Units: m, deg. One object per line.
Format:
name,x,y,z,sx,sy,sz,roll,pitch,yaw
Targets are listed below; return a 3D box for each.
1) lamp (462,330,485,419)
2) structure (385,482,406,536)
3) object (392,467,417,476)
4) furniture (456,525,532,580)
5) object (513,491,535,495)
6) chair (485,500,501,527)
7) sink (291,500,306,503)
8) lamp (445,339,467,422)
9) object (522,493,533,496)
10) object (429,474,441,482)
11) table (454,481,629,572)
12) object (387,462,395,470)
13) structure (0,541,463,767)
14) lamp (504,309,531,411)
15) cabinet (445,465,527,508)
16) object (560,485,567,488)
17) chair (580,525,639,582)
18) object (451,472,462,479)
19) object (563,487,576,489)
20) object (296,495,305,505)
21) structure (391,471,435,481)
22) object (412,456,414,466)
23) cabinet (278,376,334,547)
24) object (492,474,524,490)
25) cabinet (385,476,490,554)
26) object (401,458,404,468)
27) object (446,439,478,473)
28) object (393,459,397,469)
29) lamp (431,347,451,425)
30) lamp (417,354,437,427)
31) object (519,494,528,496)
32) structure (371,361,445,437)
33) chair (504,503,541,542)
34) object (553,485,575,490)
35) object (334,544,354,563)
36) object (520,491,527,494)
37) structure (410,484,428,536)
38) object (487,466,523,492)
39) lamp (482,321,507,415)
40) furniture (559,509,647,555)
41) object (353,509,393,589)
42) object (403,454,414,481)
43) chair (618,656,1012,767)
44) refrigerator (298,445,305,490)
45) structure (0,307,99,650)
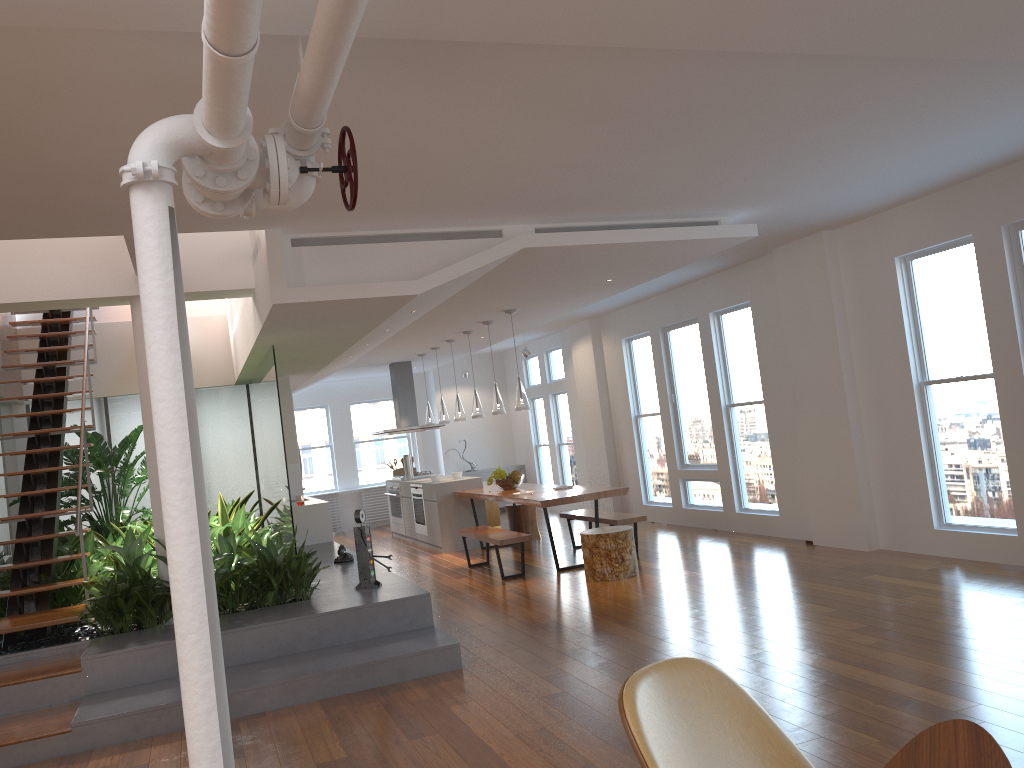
lamp,-0.442,-0.141,10.036,0.160,1.060,0.160,-7,-3,7
structure,-1.429,1.761,12.872,0.649,0.735,0.890,-6,-3,-20
object,-1.613,1.333,13.333,0.353,0.157,0.084,-6,-3,-20
furniture,-0.183,1.653,8.733,0.316,0.389,1.433,-6,-3,-20
object,0.118,1.100,8.908,0.222,0.020,0.222,-8,-3,20
chair,-0.416,1.869,12.992,0.344,0.430,0.549,-6,-3,-16
sink,-2.743,1.578,10.980,0.449,0.192,0.666,-6,-3,-20
lamp,-0.685,-0.078,10.715,0.160,1.060,0.160,-7,-3,7
object,0.151,1.093,8.777,0.149,0.014,0.044,-6,-3,-21
object,-0.960,1.181,11.107,0.152,0.082,0.152,-8,-3,19
table,-0.295,1.609,10.834,0.893,0.704,5.996,-6,-3,-20
object,-1.769,1.287,13.290,0.199,0.259,0.016,-7,-3,-10
structure,-2.693,1.911,7.360,3.088,0.386,5.584,-6,-3,-20
lamp,0.042,-0.268,8.680,0.160,1.060,0.160,-7,-3,7
cabinet,-0.414,1.817,15.088,1.309,0.725,0.420,-6,-3,-20
object,0.527,1.048,9.008,0.079,0.030,0.070,-8,-3,23
chair,0.843,1.465,7.691,0.460,0.400,0.460,-7,-3,-10
object,-0.685,1.145,11.077,0.152,0.082,0.152,-9,-3,31
object,0.576,1.042,8.913,0.158,0.017,0.019,-6,-3,-25
object,-2.395,1.313,10.027,0.094,0.106,0.094,-6,-3,-14
structure,-1.446,1.336,12.918,0.520,0.073,0.650,-6,-3,-20
object,-1.500,1.243,13.394,0.057,0.294,0.030,-6,-3,-20
cabinet,-3.163,1.242,11.963,0.676,2.280,4.565,-6,-3,-20
object,-0.032,1.103,9.893,0.360,0.159,0.360,-9,-3,33
cabinet,-1.084,1.702,12.033,0.597,0.832,2.936,-6,-3,-20
object,-1.626,1.255,13.347,0.061,0.299,0.040,-6,-3,-22
object,-0.837,1.212,14.946,0.210,0.563,0.590,-10,-4,41
object,-1.737,1.266,13.306,0.055,0.299,0.027,-6,-3,-20
lamp,-0.927,-0.014,11.393,0.160,1.060,0.160,-7,-3,7
lamp,-1.169,0.050,12.071,0.160,1.060,0.160,-7,-3,7
object,0.142,1.099,8.808,0.164,0.006,0.017,-6,-3,-15
structure,-1.598,0.014,12.958,0.909,1.405,0.900,-6,-3,-20
chair,0.133,1.688,10.844,0.396,0.455,0.402,-5,-3,-30
object,0.528,1.054,9.008,0.222,0.020,0.222,-6,-3,-28
object,-1.538,1.527,7.995,0.181,0.155,0.216,-9,-3,35
object,0.118,1.094,8.908,0.079,0.030,0.070,-9,-3,33
structure,-1.192,1.619,11.465,0.072,0.648,0.644,-6,-3,-20
object,-0.068,1.045,9.901,0.292,0.284,0.394,-9,-3,34
lamp,-0.200,-0.205,9.358,0.160,1.060,0.160,-7,-3,7
furniture,0.931,1.535,9.143,0.316,0.389,1.433,-6,-3,-20
object,-1.002,1.178,6.390,0.318,0.565,0.134,-8,-3,16
object,-1.443,1.169,12.446,0.120,0.356,0.172,-9,-3,28
chair,0.756,1.031,1.960,0.856,0.752,0.867,-6,-3,-15
refrigerator,-3.335,1.515,12.668,0.725,1.772,0.908,-6,-3,-20
structure,-3.369,-0.077,8.011,2.552,4.265,4.591,-6,-3,-20
